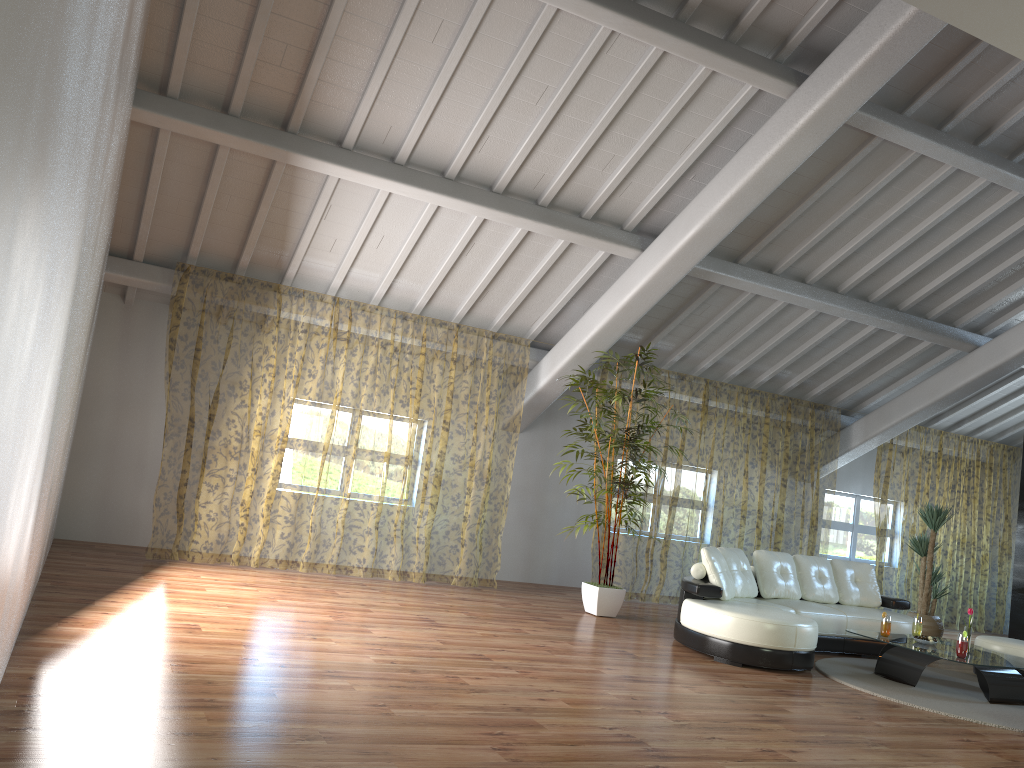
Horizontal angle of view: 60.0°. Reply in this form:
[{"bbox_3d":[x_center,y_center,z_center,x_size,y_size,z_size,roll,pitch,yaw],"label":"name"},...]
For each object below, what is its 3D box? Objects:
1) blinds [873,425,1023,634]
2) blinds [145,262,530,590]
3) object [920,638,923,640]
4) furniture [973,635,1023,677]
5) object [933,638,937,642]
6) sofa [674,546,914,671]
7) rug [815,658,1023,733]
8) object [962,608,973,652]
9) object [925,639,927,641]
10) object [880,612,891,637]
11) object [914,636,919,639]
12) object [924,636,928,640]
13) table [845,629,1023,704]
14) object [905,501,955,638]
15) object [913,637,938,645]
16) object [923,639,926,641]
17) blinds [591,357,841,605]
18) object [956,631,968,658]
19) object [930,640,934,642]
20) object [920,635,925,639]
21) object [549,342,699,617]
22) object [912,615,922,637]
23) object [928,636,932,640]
[{"bbox_3d":[5.689,1.914,11.620,2.780,2.546,0.306,11,-7,-24],"label":"blinds"},{"bbox_3d":[-1.533,0.499,8.295,3.505,2.546,0.306,11,-7,-24],"label":"blinds"},{"bbox_3d":[3.137,1.965,6.796,0.032,0.031,0.031,2,-9,42],"label":"object"},{"bbox_3d":[4.423,2.358,7.312,0.596,0.367,1.134,14,-9,-41],"label":"furniture"},{"bbox_3d":[3.238,1.960,6.786,0.030,0.033,0.030,2,-9,45],"label":"object"},{"bbox_3d":[2.443,1.898,7.717,1.359,0.805,3.047,2,-9,44],"label":"sofa"},{"bbox_3d":[3.453,2.310,6.562,2.307,0.020,2.313,3,-8,36],"label":"rug"},{"bbox_3d":[3.451,1.860,6.724,0.069,0.323,0.060,2,-9,42],"label":"object"},{"bbox_3d":[3.182,1.981,6.835,0.032,0.030,0.031,7,-7,11],"label":"object"},{"bbox_3d":[2.902,1.867,6.887,0.081,0.192,0.075,7,-7,11],"label":"object"},{"bbox_3d":[3.123,1.962,6.850,0.032,0.031,0.031,8,-6,4],"label":"object"},{"bbox_3d":[3.202,1.961,6.852,0.031,0.031,0.030,11,-7,-21],"label":"object"},{"bbox_3d":[3.327,2.153,6.712,1.201,0.290,1.201,11,-7,-21],"label":"table"},{"bbox_3d":[4.740,2.124,10.132,0.564,1.586,0.588,7,-7,9],"label":"object"},{"bbox_3d":[3.180,1.982,6.829,0.178,0.031,0.178,12,-8,-31],"label":"object"},{"bbox_3d":[3.166,1.975,6.808,0.031,0.030,0.032,11,-7,-26],"label":"object"},{"bbox_3d":[2.319,1.254,10.067,3.505,2.546,0.306,11,-7,-24],"label":"blinds"},{"bbox_3d":[3.182,1.837,6.268,0.075,0.192,0.081,3,-8,41],"label":"object"},{"bbox_3d":[3.210,1.971,6.781,0.032,0.032,0.030,11,-7,-21],"label":"object"},{"bbox_3d":[3.154,1.946,6.814,0.030,0.034,0.030,14,-9,-43],"label":"object"},{"bbox_3d":[1.005,0.884,8.165,1.399,2.473,1.177,8,-6,1],"label":"object"},{"bbox_3d":[3.293,1.960,7.208,0.081,0.192,0.075,10,-7,-19],"label":"object"},{"bbox_3d":[3.214,1.956,6.819,0.032,0.032,0.029,4,-7,30],"label":"object"}]
